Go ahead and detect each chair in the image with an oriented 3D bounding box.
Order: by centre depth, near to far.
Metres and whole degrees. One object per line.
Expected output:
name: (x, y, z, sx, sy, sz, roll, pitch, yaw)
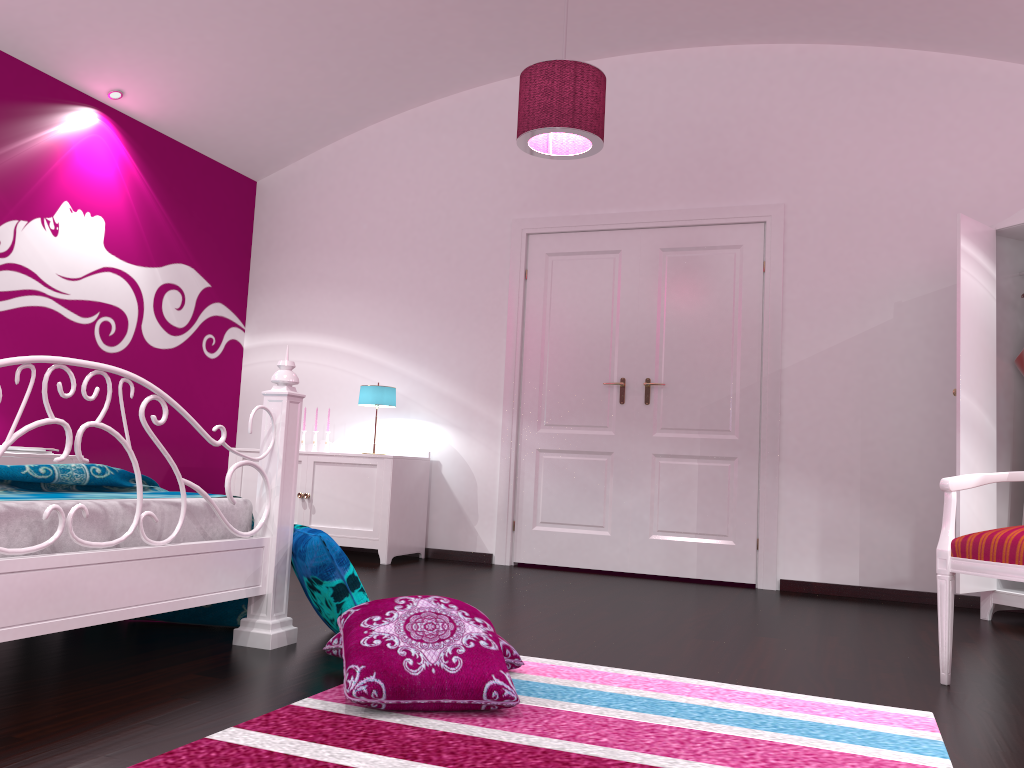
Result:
chair: (1.621, 0.453, 2.598, 0.511, 0.901, 0.528, 7, -7, -34)

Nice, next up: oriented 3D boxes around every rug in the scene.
rug: (0.055, 0.721, 1.552, 1.400, 0.018, 2.100, 1, -6, 21)

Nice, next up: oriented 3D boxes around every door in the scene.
door: (0.710, 0.078, 5.137, 1.405, 2.001, 0.098, 1, -6, 21)

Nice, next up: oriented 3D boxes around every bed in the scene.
bed: (-2.051, 0.124, 2.377, 2.317, 1.143, 2.167, 1, -6, 21)

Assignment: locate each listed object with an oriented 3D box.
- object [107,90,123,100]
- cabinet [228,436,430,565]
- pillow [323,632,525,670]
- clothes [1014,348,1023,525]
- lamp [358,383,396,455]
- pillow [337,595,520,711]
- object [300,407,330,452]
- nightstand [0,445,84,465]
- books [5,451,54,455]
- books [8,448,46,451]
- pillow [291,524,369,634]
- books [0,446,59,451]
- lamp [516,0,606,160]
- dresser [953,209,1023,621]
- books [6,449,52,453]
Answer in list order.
object: (-2.212, -1.620, 4.940, 0.085, 0.058, 0.080, 1, -6, 21)
cabinet: (-1.142, 0.671, 5.451, 1.142, 0.734, 0.506, 1, -6, 21)
pillow: (-0.248, 0.720, 2.474, 0.400, 0.142, 0.429, 8, -8, -44)
clothes: (2.445, 0.138, 4.117, 0.315, 1.237, 0.173, 5, -6, -21)
lamp: (-0.821, 0.209, 5.364, 0.229, 0.438, 0.229, 5, -6, -24)
pillow: (-0.218, 0.650, 2.178, 0.425, 0.224, 0.391, 4, -6, -11)
object: (-1.270, 0.283, 5.561, 0.285, 0.284, 0.043, 2, -6, 10)
nightstand: (-2.372, 0.522, 3.934, 0.455, 0.616, 0.742, 1, -6, 21)
books: (-2.288, 0.317, 4.127, 0.220, 0.007, 0.300, 7, -7, -39)
books: (-2.295, 0.302, 4.116, 0.220, 0.007, 0.300, 6, -6, -30)
pillow: (-0.583, 0.640, 2.834, 0.264, 0.357, 0.402, 6, -6, -28)
books: (-2.282, 0.300, 4.136, 0.300, 0.012, 0.221, -3, -8, 44)
lamp: (-0.119, -1.704, 2.967, 0.377, 1.129, 2.377, 1, -6, 21)
dresser: (2.439, 0.110, 3.788, 0.875, 1.893, 0.842, 5, -6, -24)
books: (-2.289, 0.311, 4.140, 0.220, 0.007, 0.300, 7, -7, -33)
